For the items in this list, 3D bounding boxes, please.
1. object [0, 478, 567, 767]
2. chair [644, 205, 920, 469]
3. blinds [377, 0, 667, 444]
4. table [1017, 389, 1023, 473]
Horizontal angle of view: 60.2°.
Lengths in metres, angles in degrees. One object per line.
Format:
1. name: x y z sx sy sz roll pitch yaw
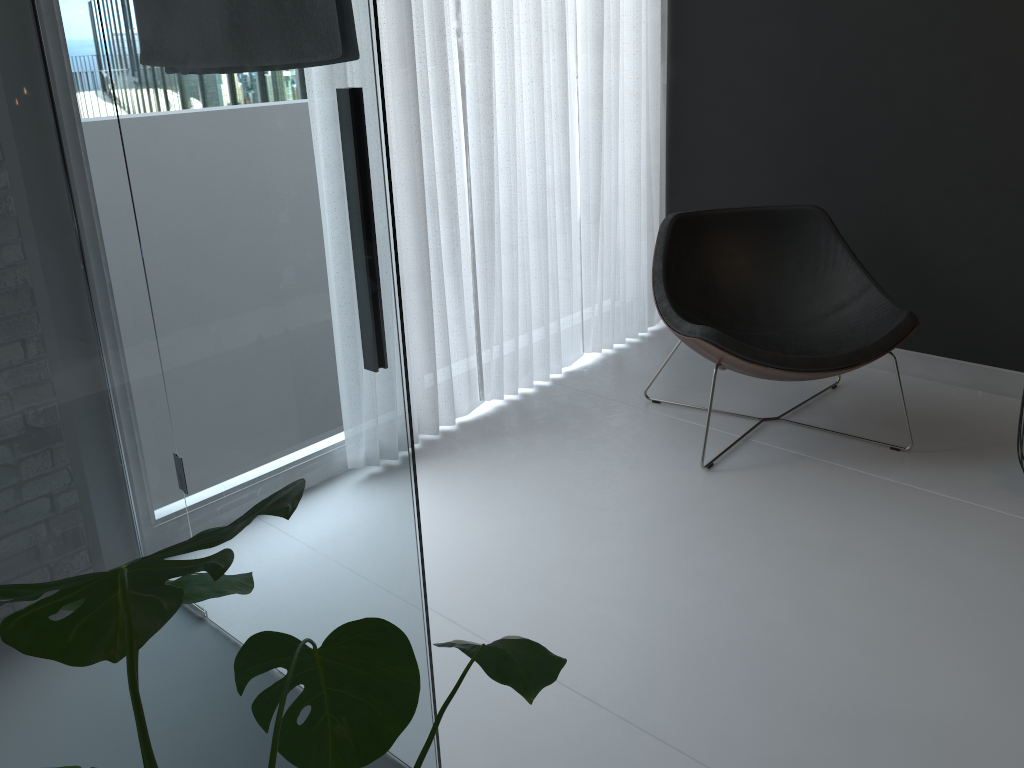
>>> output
1. object: -0.176 0.605 0.638 0.858 1.022 1.008 -13 22 -27
2. chair: 0.881 -0.197 2.992 0.789 0.674 0.836 -4 20 -4
3. blinds: 0.033 -1.255 3.080 0.138 2.630 1.883 13 24 40
4. table: 1.682 0.106 2.472 0.451 0.424 0.462 4 21 19
